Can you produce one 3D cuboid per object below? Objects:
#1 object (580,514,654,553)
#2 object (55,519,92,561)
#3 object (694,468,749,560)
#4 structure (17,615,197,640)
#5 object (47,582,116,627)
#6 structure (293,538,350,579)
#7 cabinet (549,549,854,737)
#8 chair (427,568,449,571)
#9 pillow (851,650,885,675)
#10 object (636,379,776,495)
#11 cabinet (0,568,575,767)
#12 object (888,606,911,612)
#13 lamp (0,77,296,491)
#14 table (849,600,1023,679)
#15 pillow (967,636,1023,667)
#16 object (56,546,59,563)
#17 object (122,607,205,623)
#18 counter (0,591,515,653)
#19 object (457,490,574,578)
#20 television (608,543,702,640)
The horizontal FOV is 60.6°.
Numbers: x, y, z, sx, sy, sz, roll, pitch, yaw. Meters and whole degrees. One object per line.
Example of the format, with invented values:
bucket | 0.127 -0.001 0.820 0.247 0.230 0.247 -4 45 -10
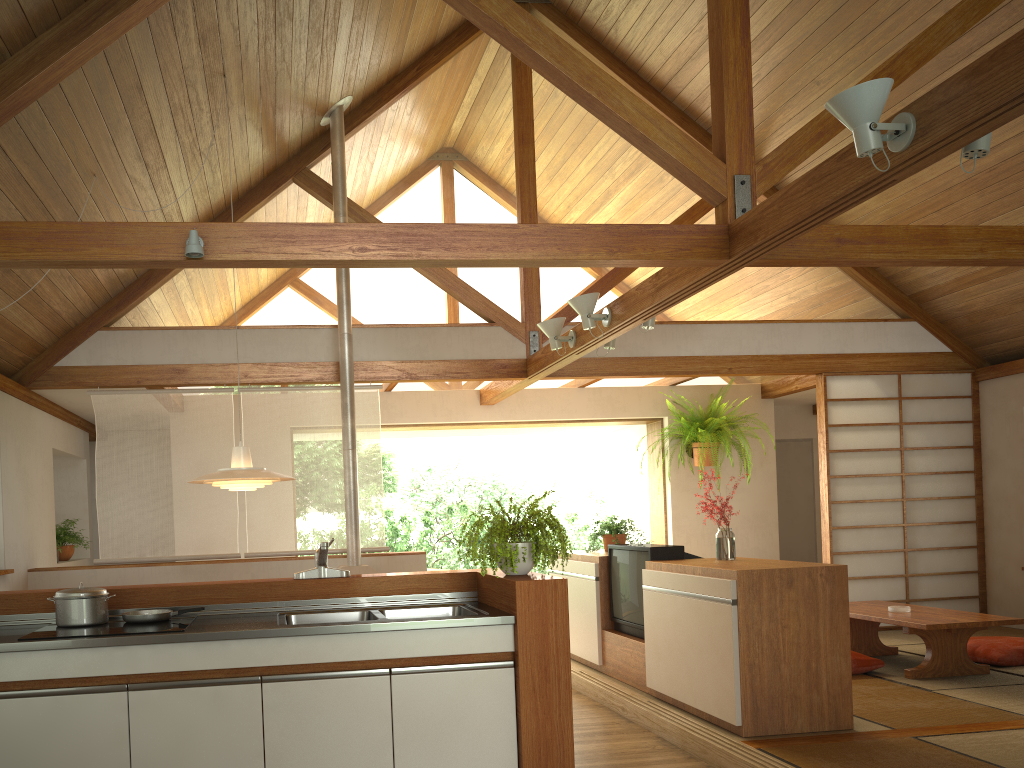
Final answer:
object | 0.699 1.118 6.247 0.533 0.375 0.537 -7 -7 39
object | -3.863 1.333 7.476 0.489 0.357 0.578 -2 -6 -4
object | 1.097 0.684 4.630 0.235 0.498 0.229 -2 -1 -5
structure | -1.536 0.939 3.388 0.568 0.005 0.549 -1 -9 -11
object | -1.717 0.874 3.494 0.227 0.169 0.198 -6 -6 33
structure | -0.848 0.747 3.722 0.247 0.174 0.398 -3 -7 4
cabinet | 0.901 1.397 5.210 0.541 0.732 2.747 -1 -8 -15
chair | -0.266 2.125 8.754 1.160 0.625 0.860 2 -7 -36
pillow | 1.852 1.683 5.360 0.537 0.148 0.588 0 -8 -17
object | 1.841 0.504 8.025 1.229 1.124 1.104 -1 -4 -18
cabinet | -1.239 1.257 3.498 2.726 0.878 0.862 -1 -4 -8
object | 2.383 1.385 5.385 0.111 0.030 0.128 4 -10 -37
lamp | -2.054 -0.490 4.562 1.803 2.142 0.556 -2 0 2
table | 2.400 1.571 5.409 0.586 0.334 1.246 -1 -8 -14
pillow | 3.072 1.666 5.506 0.543 0.131 0.582 -1 -8 -12
object | -3.724 1.384 7.089 0.090 0.134 0.102 -1 -3 -30
object | -1.425 0.935 3.555 0.289 0.043 0.215 3 -10 -34
counter | -1.323 0.975 3.397 2.531 0.168 0.635 -1 -8 -8
object | 0.018 0.617 3.576 0.468 0.349 0.483 -4 -6 13
television | 0.924 1.222 5.214 0.479 0.536 0.662 -2 -5 -13
